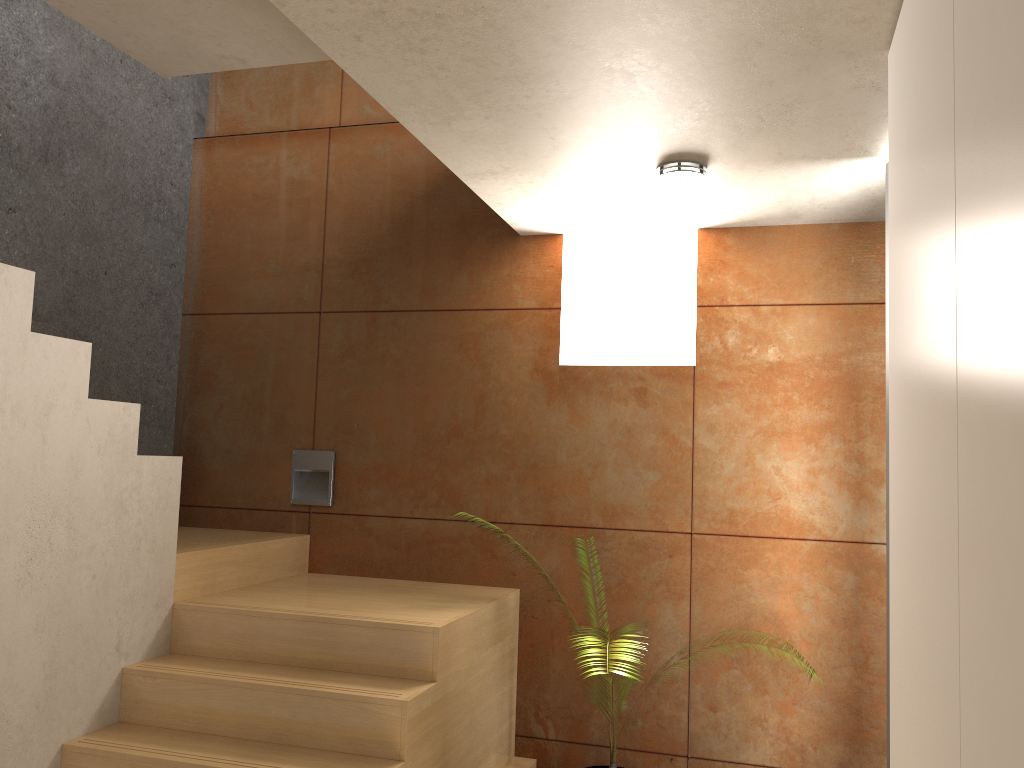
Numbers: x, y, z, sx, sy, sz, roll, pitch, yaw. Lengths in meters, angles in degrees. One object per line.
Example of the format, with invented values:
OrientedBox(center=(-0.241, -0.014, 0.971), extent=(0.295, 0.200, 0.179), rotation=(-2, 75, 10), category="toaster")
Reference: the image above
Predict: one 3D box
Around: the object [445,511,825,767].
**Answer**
OrientedBox(center=(-0.738, 1.016, 1.118), extent=(4.200, 1.455, 6.200), rotation=(0, -5, 16), category="object")

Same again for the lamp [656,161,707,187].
OrientedBox(center=(0.590, -0.733, 3.093), extent=(0.173, 0.044, 0.173), rotation=(0, -5, 21), category="lamp")

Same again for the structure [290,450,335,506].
OrientedBox(center=(-0.949, 0.454, 4.297), extent=(0.220, 0.260, 0.096), rotation=(0, -5, 16), category="structure")

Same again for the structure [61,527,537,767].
OrientedBox(center=(-1.152, 1.166, 3.002), extent=(1.950, 1.110, 2.400), rotation=(0, -5, 16), category="structure")
